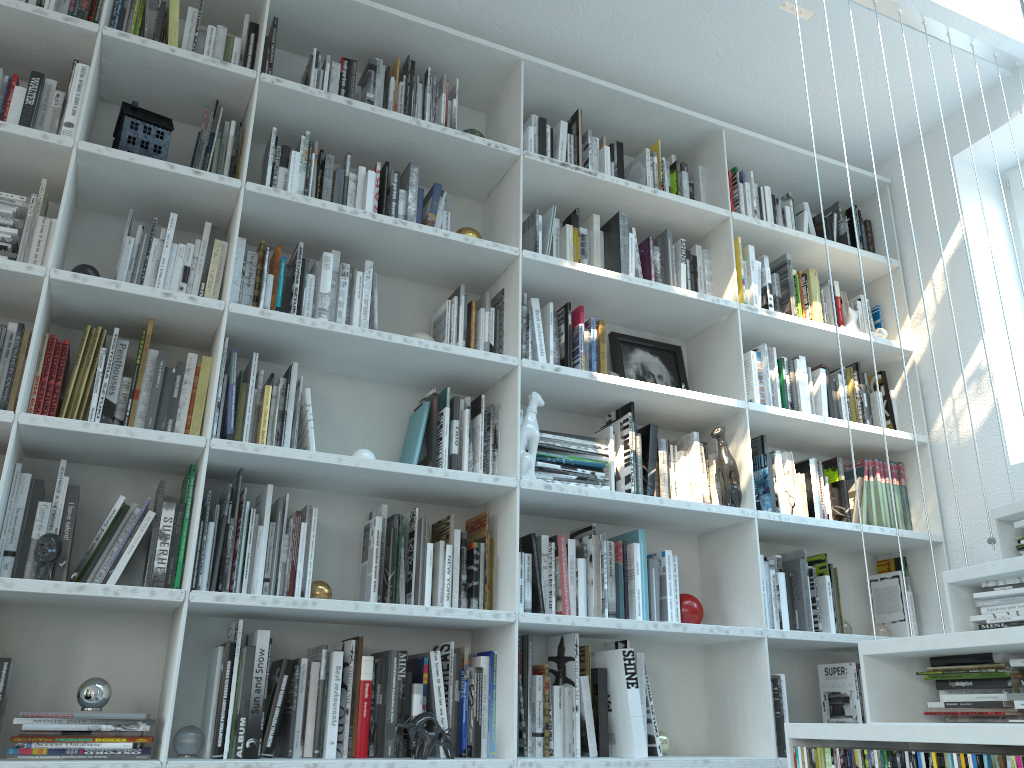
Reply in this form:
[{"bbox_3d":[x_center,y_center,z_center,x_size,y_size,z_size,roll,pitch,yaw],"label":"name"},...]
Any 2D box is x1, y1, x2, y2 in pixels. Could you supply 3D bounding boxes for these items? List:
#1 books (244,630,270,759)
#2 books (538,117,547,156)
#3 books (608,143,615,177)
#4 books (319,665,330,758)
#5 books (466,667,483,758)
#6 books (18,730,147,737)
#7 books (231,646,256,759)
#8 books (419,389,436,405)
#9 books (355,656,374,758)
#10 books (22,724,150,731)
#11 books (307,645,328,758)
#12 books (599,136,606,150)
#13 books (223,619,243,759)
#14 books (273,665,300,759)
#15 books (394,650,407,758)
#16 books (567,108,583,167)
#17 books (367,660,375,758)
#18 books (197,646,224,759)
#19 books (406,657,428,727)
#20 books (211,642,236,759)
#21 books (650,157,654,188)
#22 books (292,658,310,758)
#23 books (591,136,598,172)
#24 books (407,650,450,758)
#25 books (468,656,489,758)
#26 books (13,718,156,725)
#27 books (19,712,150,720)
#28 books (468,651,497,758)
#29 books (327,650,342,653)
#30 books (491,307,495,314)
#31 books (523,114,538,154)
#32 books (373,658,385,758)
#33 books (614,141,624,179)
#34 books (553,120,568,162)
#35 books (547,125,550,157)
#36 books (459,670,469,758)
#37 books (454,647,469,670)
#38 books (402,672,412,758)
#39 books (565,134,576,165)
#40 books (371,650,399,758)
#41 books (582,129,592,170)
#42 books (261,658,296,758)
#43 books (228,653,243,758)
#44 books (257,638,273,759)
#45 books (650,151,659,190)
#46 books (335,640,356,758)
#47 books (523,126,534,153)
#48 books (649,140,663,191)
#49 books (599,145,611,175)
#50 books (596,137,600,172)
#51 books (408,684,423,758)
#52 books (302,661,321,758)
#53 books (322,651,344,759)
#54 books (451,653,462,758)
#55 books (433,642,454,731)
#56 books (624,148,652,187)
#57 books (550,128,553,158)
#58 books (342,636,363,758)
[{"bbox_3d":[-0.651,0.772,2.210,0.030,0.293,0.189,10,-22,-23],"label":"books"},{"bbox_3d":[0.069,-0.791,3.143,0.026,0.241,0.185,10,-22,-23],"label":"books"},{"bbox_3d":[0.335,-0.741,3.283,0.012,0.253,0.161,10,-22,-23],"label":"books"},{"bbox_3d":[-0.504,0.843,2.287,0.012,0.220,0.153,10,-22,-23],"label":"books"},{"bbox_3d":[-0.128,0.899,2.430,0.025,0.227,0.176,10,-22,-23],"label":"books"},{"bbox_3d":[-0.964,0.790,2.008,0.254,0.012,0.161,8,-22,-18],"label":"books"},{"bbox_3d":[-0.675,0.786,2.194,0.023,0.255,0.178,10,-22,-23],"label":"books"},{"bbox_3d":[-0.257,0.171,2.663,0.016,0.289,0.135,10,-22,-23],"label":"books"},{"bbox_3d":[-0.410,0.842,2.314,0.031,0.243,0.185,10,-22,-23],"label":"books"},{"bbox_3d":[-0.960,0.775,2.003,0.254,0.012,0.161,10,-23,-23],"label":"books"},{"bbox_3d":[-0.513,0.817,2.285,0.014,0.267,0.172,10,-22,-23],"label":"books"},{"bbox_3d":[0.306,-0.756,3.278,0.012,0.278,0.153,10,-22,-23],"label":"books"},{"bbox_3d":[-0.703,0.753,2.192,0.010,0.315,0.187,10,-22,-23],"label":"books"},{"bbox_3d":[-0.571,0.829,2.248,0.011,0.216,0.176,10,-22,-23],"label":"books"},{"bbox_3d":[-0.325,0.853,2.367,0.026,0.262,0.170,10,-22,-23],"label":"books"},{"bbox_3d":[0.206,-0.809,3.217,0.014,0.330,0.181,10,-22,-23],"label":"books"},{"bbox_3d":[-0.391,0.854,2.337,0.025,0.237,0.157,10,-22,-23],"label":"books"},{"bbox_3d":[-0.742,0.783,2.183,0.012,0.253,0.161,10,-22,-23],"label":"books"},{"bbox_3d":[-0.264,0.869,2.388,0.012,0.248,0.165,10,-22,-23],"label":"books"},{"bbox_3d":[-0.718,0.775,2.175,0.023,0.261,0.187,10,-22,-23],"label":"books"},{"bbox_3d":[0.476,-0.708,3.318,0.008,0.219,0.183,10,-22,-23],"label":"books"},{"bbox_3d":[-0.557,0.828,2.268,0.029,0.234,0.143,10,-22,-23],"label":"books"},{"bbox_3d":[0.259,-0.753,3.229,0.022,0.235,0.172,10,-22,-23],"label":"books"},{"bbox_3d":[-0.227,0.866,2.401,0.070,0.265,0.186,10,-22,-23],"label":"books"},{"bbox_3d":[-0.107,0.891,2.451,0.026,0.257,0.157,10,-22,-23],"label":"books"},{"bbox_3d":[-0.963,0.767,2.015,0.285,0.012,0.160,8,-22,-19],"label":"books"},{"bbox_3d":[-0.961,0.753,2.013,0.254,0.012,0.161,7,-22,-15],"label":"books"},{"bbox_3d":[-0.084,0.888,2.464,0.025,0.271,0.171,10,-22,-23],"label":"books"},{"bbox_3d":[-0.475,0.836,2.323,0.016,0.260,0.098,10,-22,-23],"label":"books"},{"bbox_3d":[-0.094,-0.116,2.838,0.013,0.220,0.156,10,-22,-23],"label":"books"},{"bbox_3d":[0.043,-0.798,3.138,0.025,0.249,0.178,10,-22,-23],"label":"books"},{"bbox_3d":[-0.373,0.858,2.352,0.021,0.241,0.131,10,-22,-23],"label":"books"},{"bbox_3d":[0.359,-0.743,3.281,0.030,0.256,0.165,10,-22,-23],"label":"books"},{"bbox_3d":[0.146,-0.791,3.191,0.048,0.277,0.150,10,-22,-23],"label":"books"},{"bbox_3d":[0.088,-0.780,3.158,0.024,0.230,0.169,10,-22,-23],"label":"books"},{"bbox_3d":[-0.158,0.899,2.421,0.013,0.219,0.169,10,-22,-23],"label":"books"},{"bbox_3d":[-0.157,0.880,2.459,0.012,0.281,0.144,10,-22,-23],"label":"books"},{"bbox_3d":[-0.304,0.882,2.368,0.022,0.210,0.136,10,-22,-23],"label":"books"},{"bbox_3d":[0.180,-0.762,3.200,0.031,0.230,0.148,10,-22,-23],"label":"books"},{"bbox_3d":[-0.345,0.847,2.351,0.026,0.261,0.174,10,-22,-23],"label":"books"},{"bbox_3d":[0.243,-0.768,3.225,0.014,0.261,0.169,10,-22,-23],"label":"books"},{"bbox_3d":[-0.605,0.816,2.235,0.065,0.230,0.162,10,-22,-23],"label":"books"},{"bbox_3d":[-0.703,0.798,2.205,0.015,0.239,0.153,10,-22,-23],"label":"books"},{"bbox_3d":[-0.637,0.787,2.223,0.010,0.276,0.174,10,-22,-23],"label":"books"},{"bbox_3d":[0.492,-0.718,3.336,0.016,0.251,0.189,10,-22,-23],"label":"books"},{"bbox_3d":[-0.448,0.824,2.325,0.012,0.284,0.160,10,-22,-23],"label":"books"},{"bbox_3d":[0.026,-0.774,3.107,0.022,0.181,0.190,10,-22,-23],"label":"books"},{"bbox_3d":[0.519,-0.745,3.358,0.007,0.319,0.166,10,-22,-23],"label":"books"},{"bbox_3d":[0.301,-0.732,3.236,0.024,0.201,0.190,10,-22,-23],"label":"books"},{"bbox_3d":[0.275,-0.755,3.247,0.021,0.253,0.152,10,-22,-23],"label":"books"},{"bbox_3d":[-0.280,0.898,2.367,0.025,0.180,0.169,10,-22,-23],"label":"books"},{"bbox_3d":[-0.531,0.834,2.274,0.024,0.227,0.160,10,-22,-23],"label":"books"},{"bbox_3d":[-0.480,0.826,2.286,0.025,0.251,0.182,10,-22,-23],"label":"books"},{"bbox_3d":[-0.178,0.879,2.433,0.021,0.263,0.150,10,-22,-23],"label":"books"},{"bbox_3d":[-0.193,0.863,2.430,0.013,0.292,0.135,10,-22,-23],"label":"books"},{"bbox_3d":[0.466,-0.728,3.316,0.019,0.255,0.170,10,-22,-23],"label":"books"},{"bbox_3d":[0.104,-0.778,3.186,0.027,0.248,0.140,10,-22,-23],"label":"books"},{"bbox_3d":[-0.428,0.815,2.312,0.012,0.292,0.175,10,-22,-23],"label":"books"}]
